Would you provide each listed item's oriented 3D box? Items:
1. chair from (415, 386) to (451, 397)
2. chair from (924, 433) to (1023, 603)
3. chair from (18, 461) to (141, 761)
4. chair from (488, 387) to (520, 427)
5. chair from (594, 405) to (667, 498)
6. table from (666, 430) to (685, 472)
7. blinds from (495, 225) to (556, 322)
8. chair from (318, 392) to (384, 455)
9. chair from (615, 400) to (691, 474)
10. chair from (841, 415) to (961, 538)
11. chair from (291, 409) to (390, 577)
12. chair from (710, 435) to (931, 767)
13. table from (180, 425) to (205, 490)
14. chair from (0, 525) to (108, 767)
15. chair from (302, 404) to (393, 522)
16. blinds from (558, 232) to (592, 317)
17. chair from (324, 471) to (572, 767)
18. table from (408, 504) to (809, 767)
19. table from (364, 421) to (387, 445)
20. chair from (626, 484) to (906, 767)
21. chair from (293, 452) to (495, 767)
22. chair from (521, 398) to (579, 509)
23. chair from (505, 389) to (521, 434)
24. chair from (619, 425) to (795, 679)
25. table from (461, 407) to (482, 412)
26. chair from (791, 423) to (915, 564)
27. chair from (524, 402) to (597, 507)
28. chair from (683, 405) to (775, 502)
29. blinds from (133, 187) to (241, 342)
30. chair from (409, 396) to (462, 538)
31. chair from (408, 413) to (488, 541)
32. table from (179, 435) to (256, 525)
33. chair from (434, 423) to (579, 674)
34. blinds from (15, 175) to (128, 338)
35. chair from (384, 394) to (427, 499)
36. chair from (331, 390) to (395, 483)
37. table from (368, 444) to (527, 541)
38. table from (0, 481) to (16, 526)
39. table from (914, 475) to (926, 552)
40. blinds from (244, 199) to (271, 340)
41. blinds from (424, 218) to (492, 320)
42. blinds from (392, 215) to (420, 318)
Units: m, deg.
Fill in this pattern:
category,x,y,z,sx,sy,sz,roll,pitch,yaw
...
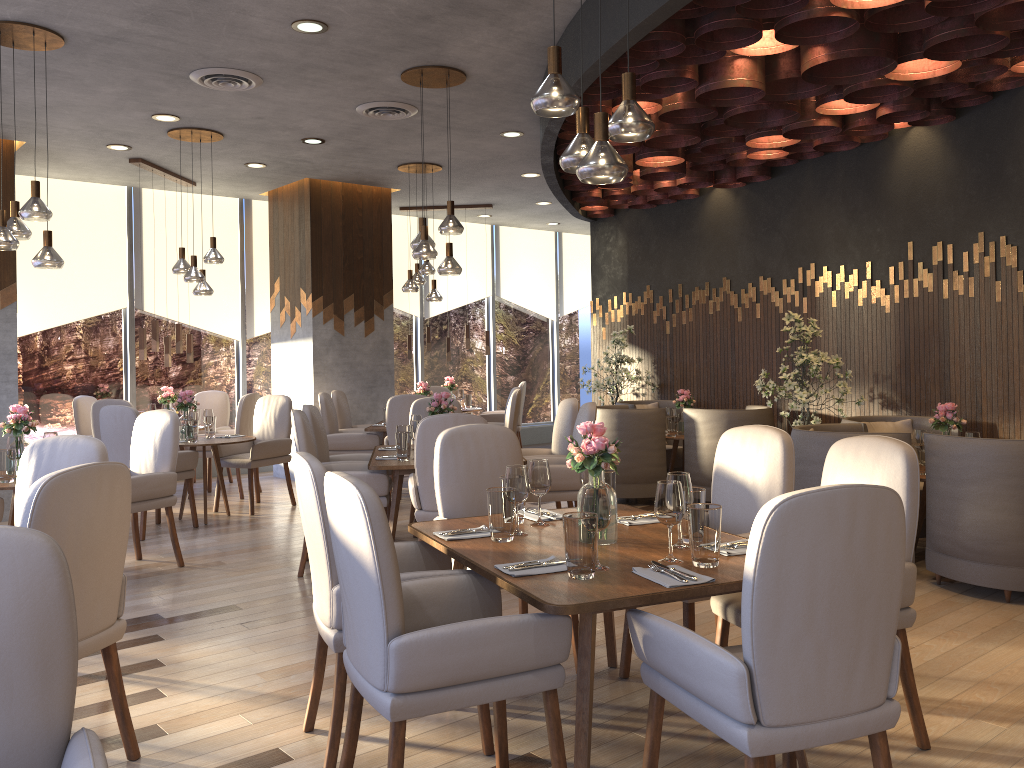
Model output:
category,x,y,z,sx,sy,sz,roll,pitch,yaw
chair,-0.864,0.529,9.556,0.528,1.000,0.600,-1,0,-2
chair,2.675,0.688,4.701,0.774,0.837,0.595,-1,0,-5
chair,-1.542,0.743,2.776,0.599,1.000,0.528,-1,0,16
chair,-0.211,0.533,9.006,0.600,1.000,0.528,-1,0,-4
chair,0.966,0.624,7.897,0.595,0.837,0.774,-1,1,-20
table,1.599,0.743,8.156,0.833,0.562,0.834,0,2,43
blinds,0.200,-2.266,13.136,1.174,2.681,0.007,-1,0,-40
chair,-1.527,0.574,8.459,0.600,1.000,0.528,-1,0,-2
chair,1.326,0.592,8.754,0.774,0.837,0.595,-1,1,-30
chair,2.567,0.651,6.025,0.774,0.837,0.595,-1,0,-10
chair,-1.076,0.651,5.585,0.600,1.000,0.528,-1,0,-9
chair,1.029,0.689,3.001,0.600,1.000,0.528,-1,0,-21
table,-3.381,0.767,8.747,0.834,0.662,0.834,-1,1,-20
chair,-0.924,0.772,1.404,0.528,1.000,0.599,-1,0,-26
chair,-1.136,0.635,6.147,0.600,1.000,0.528,-1,0,-4
blinds,1.153,-2.374,13.940,1.174,2.681,0.007,-1,0,-40
chair,-0.200,0.727,2.476,0.600,1.000,0.528,-1,0,-26
table,0.290,0.868,3.003,0.965,0.666,1.307,-2,1,-23
table,-0.864,0.719,8.741,0.964,0.666,1.307,-1,1,1
chair,0.647,0.718,2.244,0.528,1.000,0.599,-1,0,-21
chair,-0.421,0.715,2.997,0.600,1.000,0.528,-1,0,-21
chair,0.172,0.607,6.294,0.600,1.000,0.528,-1,0,-11
chair,-0.201,0.550,8.437,0.599,1.000,0.528,-1,0,3
chair,0.787,0.678,3.516,0.600,1.000,0.528,-1,0,-28
table,-0.781,0.649,11.086,0.833,0.662,0.834,0,1,41
chair,1.978,0.682,5.318,0.595,0.837,0.774,-1,1,0
chair,0.253,0.622,5.730,0.600,1.000,0.528,-1,0,-4
chair,1.905,0.619,7.501,0.774,0.837,0.595,-1,1,-25
blinds,-3.622,-1.811,9.908,1.174,2.681,0.007,-1,0,-40
chair,-0.554,0.606,6.771,0.528,1.000,0.600,-1,0,-9
chair,-0.332,0.651,5.116,0.528,1.000,0.600,-1,0,-4
table,-2.544,0.793,7.334,0.833,0.662,0.834,-1,1,24
chair,-0.038,0.686,3.768,0.528,1.000,0.599,-1,0,-26
blinds,-4.576,-1.776,9.105,1.174,2.681,0.007,-1,0,-40
chair,-0.859,0.578,7.902,0.528,1.000,0.600,-1,0,3
chair,-1.515,0.557,9.025,0.599,1.000,0.528,-1,0,3
table,-0.449,0.794,5.946,0.965,0.666,1.307,-1,1,-7
table,-2.730,0.864,5.074,0.834,0.662,0.834,-1,1,10
table,2.627,0.807,5.370,0.834,0.562,0.834,-1,1,3
blinds,-2.669,-1.870,10.712,1.174,2.681,0.007,-1,0,-40
blinds,-0.754,-2.225,12.331,1.174,2.681,0.007,-1,0,-40
blinds,-1.709,-2.206,11.527,1.174,2.681,0.007,-1,0,-40
